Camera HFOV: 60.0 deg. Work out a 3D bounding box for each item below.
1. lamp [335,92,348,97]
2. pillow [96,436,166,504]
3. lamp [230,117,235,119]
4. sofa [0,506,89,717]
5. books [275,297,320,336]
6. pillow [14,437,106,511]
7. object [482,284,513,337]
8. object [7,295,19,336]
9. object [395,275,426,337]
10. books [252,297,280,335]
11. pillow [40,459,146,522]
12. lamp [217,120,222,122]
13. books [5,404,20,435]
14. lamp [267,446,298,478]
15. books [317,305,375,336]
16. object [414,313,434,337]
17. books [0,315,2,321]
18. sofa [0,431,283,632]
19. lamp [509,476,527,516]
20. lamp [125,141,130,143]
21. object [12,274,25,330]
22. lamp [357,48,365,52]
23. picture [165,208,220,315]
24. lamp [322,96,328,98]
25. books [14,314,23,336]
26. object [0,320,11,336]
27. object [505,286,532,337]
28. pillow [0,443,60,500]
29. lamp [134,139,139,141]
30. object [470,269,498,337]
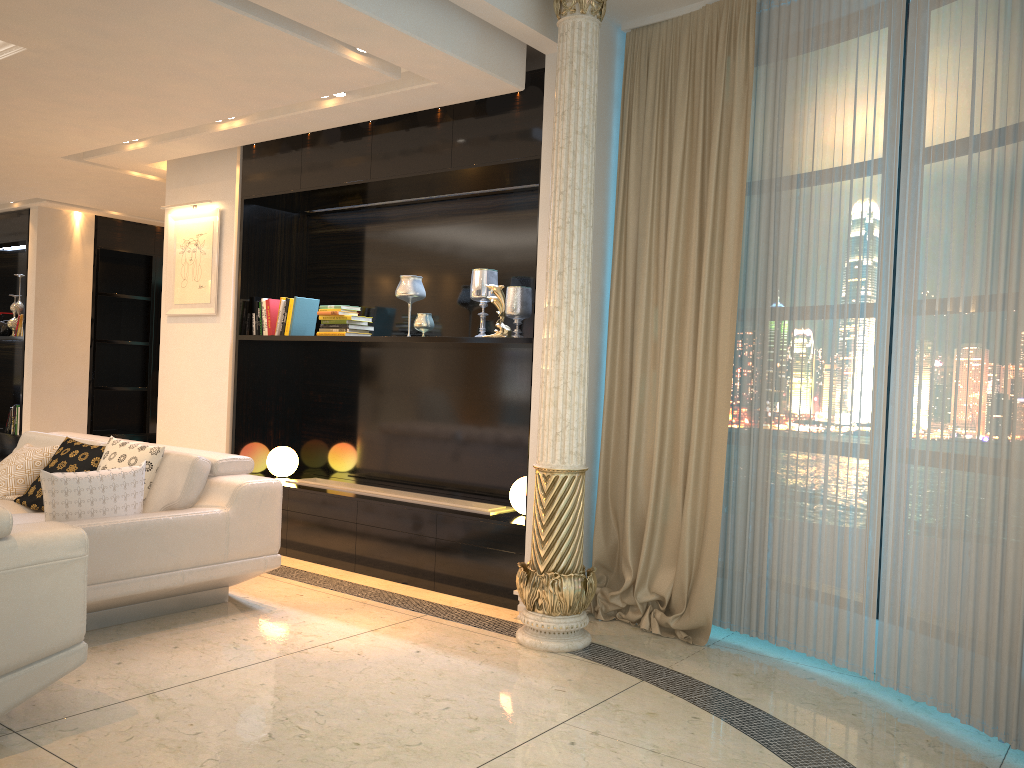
[{"bbox_3d":[-0.915,-1.590,4.696,0.107,0.127,0.107,3,0,18],"label":"lamp"},{"bbox_3d":[-2.023,0.483,4.507,0.526,0.399,0.255,3,1,37],"label":"pillow"},{"bbox_3d":[-1.681,-1.638,5.257,0.107,0.127,0.107,3,0,18],"label":"lamp"},{"bbox_3d":[-2.526,0.700,2.327,1.145,0.754,2.328,3,1,37],"label":"sofa"},{"bbox_3d":[-1.434,-0.441,5.903,0.210,0.261,0.212,3,1,37],"label":"books"},{"bbox_3d":[-2.417,0.479,4.745,0.524,0.355,0.323,3,1,37],"label":"pillow"},{"bbox_3d":[-0.078,-0.393,4.808,0.182,0.293,0.116,3,1,34],"label":"object"},{"bbox_3d":[-4.995,-0.681,8.904,0.121,0.416,0.121,3,1,32],"label":"object"},{"bbox_3d":[-0.621,-0.463,5.401,0.181,0.381,0.181,3,1,31],"label":"object"},{"bbox_3d":[-1.623,-0.453,6.038,0.240,0.270,0.208,3,1,37],"label":"books"},{"bbox_3d":[-1.944,0.517,4.130,0.521,0.325,0.281,2,1,-44],"label":"pillow"},{"bbox_3d":[-1.779,-1.643,5.330,0.107,0.127,0.107,2,1,-42],"label":"lamp"},{"bbox_3d":[-4.797,0.342,8.707,0.345,0.296,0.222,3,1,37],"label":"books"},{"bbox_3d":[-1.579,0.534,6.106,0.212,0.214,0.213,2,0,-14],"label":"lamp"},{"bbox_3d":[-1.065,-0.394,5.659,0.296,0.197,0.260,3,1,39],"label":"books"},{"bbox_3d":[-0.528,-0.345,5.315,0.119,0.154,0.119,2,1,-44],"label":"object"},{"bbox_3d":[-5.466,-0.627,9.241,0.236,0.270,0.210,3,1,36],"label":"books"},{"bbox_3d":[-2.404,0.686,4.673,2.328,0.754,1.145,3,1,37],"label":"sofa"},{"bbox_3d":[0.093,0.613,4.867,0.213,0.214,0.212,2,0,-3],"label":"lamp"},{"bbox_3d":[-2.606,-1.682,5.943,0.107,0.127,0.107,2,1,-42],"label":"lamp"},{"bbox_3d":[-4.885,-0.773,8.792,0.121,0.612,0.121,3,1,32],"label":"object"},{"bbox_3d":[-0.670,-1.587,4.057,0.107,0.127,0.107,3,0,18],"label":"lamp"},{"bbox_3d":[-2.237,-0.847,6.218,0.610,0.729,0.027,3,1,37],"label":"picture"},{"bbox_3d":[-1.022,-1.607,4.769,0.107,0.127,0.107,3,0,18],"label":"lamp"},{"bbox_3d":[-4.727,-0.577,8.693,0.290,0.238,0.189,3,1,35],"label":"books"},{"bbox_3d":[-5.228,-0.566,9.043,0.375,0.177,0.193,3,1,37],"label":"object"},{"bbox_3d":[0.034,-0.388,5.032,0.147,0.317,0.147,3,1,39],"label":"object"},{"bbox_3d":[-2.792,0.496,5.010,0.521,0.329,0.351,3,1,37],"label":"pillow"},{"bbox_3d":[-2.514,-1.678,5.874,0.107,0.127,0.107,2,1,-42],"label":"lamp"},{"bbox_3d":[-0.167,-0.452,5.191,0.156,0.426,0.156,3,1,42],"label":"object"}]
